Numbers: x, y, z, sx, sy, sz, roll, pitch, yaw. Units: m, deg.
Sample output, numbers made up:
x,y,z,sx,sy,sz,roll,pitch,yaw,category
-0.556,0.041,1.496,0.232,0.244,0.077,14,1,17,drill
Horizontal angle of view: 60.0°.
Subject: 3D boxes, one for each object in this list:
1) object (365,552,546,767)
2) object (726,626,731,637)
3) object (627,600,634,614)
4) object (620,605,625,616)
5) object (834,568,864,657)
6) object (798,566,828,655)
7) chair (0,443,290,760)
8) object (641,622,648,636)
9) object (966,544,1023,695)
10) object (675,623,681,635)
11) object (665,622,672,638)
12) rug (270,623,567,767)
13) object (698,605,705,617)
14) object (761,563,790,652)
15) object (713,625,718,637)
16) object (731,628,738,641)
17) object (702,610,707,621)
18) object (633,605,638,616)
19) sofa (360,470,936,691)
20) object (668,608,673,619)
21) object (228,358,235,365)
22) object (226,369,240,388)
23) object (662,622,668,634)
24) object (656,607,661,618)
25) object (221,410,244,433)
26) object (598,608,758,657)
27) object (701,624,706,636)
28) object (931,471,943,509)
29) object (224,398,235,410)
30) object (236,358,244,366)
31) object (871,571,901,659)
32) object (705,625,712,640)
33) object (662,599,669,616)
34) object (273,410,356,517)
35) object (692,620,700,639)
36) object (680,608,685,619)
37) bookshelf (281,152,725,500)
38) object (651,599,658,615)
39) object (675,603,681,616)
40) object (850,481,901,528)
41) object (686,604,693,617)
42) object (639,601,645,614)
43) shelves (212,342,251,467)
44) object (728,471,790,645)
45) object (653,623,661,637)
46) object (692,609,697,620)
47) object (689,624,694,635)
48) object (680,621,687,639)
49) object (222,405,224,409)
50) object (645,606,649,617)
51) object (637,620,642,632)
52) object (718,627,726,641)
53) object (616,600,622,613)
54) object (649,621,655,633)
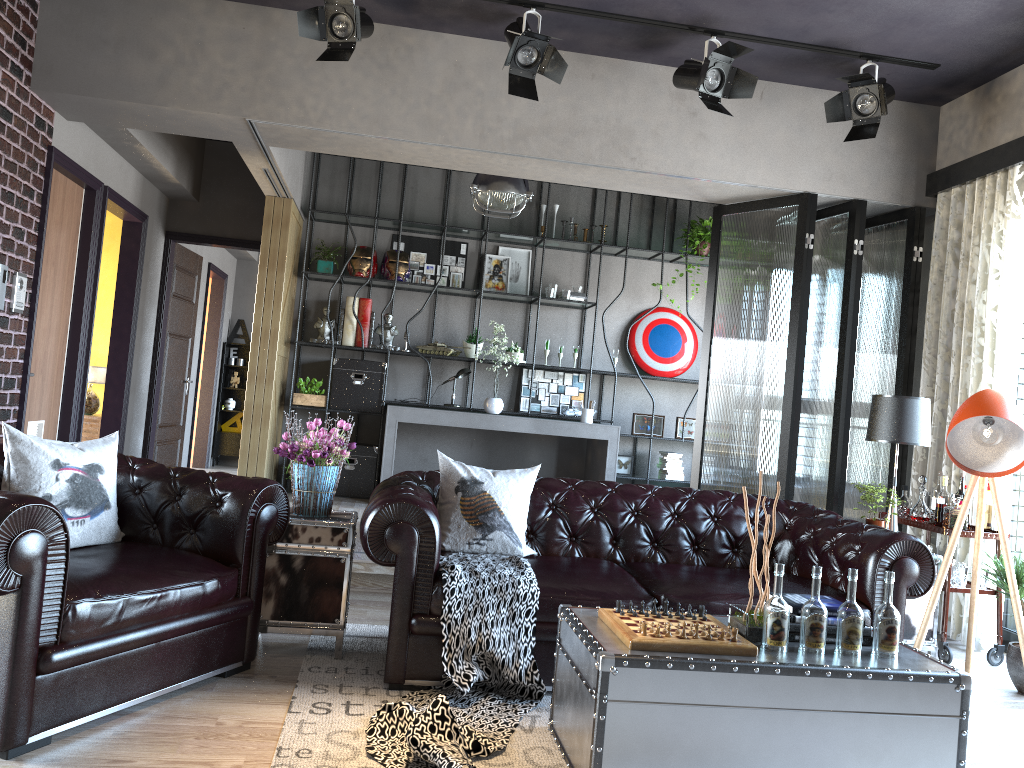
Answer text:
x,y,z,sx,sy,sz,roll,pitch,yaw,category
-0.170,1.013,3.380,0.562,0.569,1.698,5,-1,12,object
0.722,0.823,2.951,0.017,0.037,0.017,6,-2,-14,object
0.426,0.797,3.172,0.026,0.044,0.026,4,-2,37,object
0.390,0.796,3.125,0.017,0.037,0.017,6,-2,-27,object
1.153,0.776,3.021,0.088,0.290,0.084,5,-2,-3,object
1.025,0.764,3.003,0.088,0.290,0.084,5,-2,-3,object
-1.792,0.692,3.402,1.245,0.845,1.491,5,-2,22,chair
0.427,0.792,2.865,0.019,0.040,0.019,5,-2,-4,object
2.569,1.123,4.443,0.577,0.825,0.621,4,-2,31,object
0.549,0.806,2.926,0.017,0.037,0.017,6,-2,-14,object
0.510,0.796,2.877,0.022,0.047,0.022,4,-2,24,object
0.376,1.316,3.570,2.474,0.003,2.253,5,-1,-8,rug
0.687,0.823,3.212,0.019,0.040,0.019,7,-2,-34,object
0.892,0.751,2.984,0.088,0.290,0.084,5,-2,-3,object
0.677,0.819,2.944,0.017,0.037,0.017,6,-2,-14,object
0.730,0.821,2.906,0.019,0.040,0.019,5,-2,-4,object
0.689,0.824,3.166,0.017,0.037,0.017,5,-2,11,object
0.435,0.800,3.130,0.017,0.037,0.017,5,-2,-2,object
0.540,0.931,4.318,2.565,0.839,1.239,5,-2,-9,sofa
0.564,0.812,3.149,0.017,0.037,0.017,5,-2,-2,object
-3.858,-0.308,12.193,0.095,0.101,0.095,5,-2,15,object
-3.811,-0.076,12.103,0.190,0.254,0.129,6,-2,-10,object
0.505,0.802,2.922,0.017,0.037,0.017,6,-2,-14,object
0.521,0.808,3.142,0.017,0.037,0.017,5,-2,-2,object
-3.794,0.506,12.223,0.393,0.321,0.057,5,-2,-8,object
0.553,0.846,3.035,0.429,0.036,0.429,5,-1,-8,object
0.636,0.815,2.938,0.017,0.037,0.017,6,-2,-14,object
2.619,0.694,5.442,0.073,0.320,0.073,6,-2,-17,object
-3.841,0.276,12.072,0.139,0.162,0.139,7,-2,-43,object
-3.745,-0.297,12.208,0.095,0.101,0.095,5,-2,15,object
1.287,0.789,3.039,0.088,0.290,0.084,5,-2,-3,object
0.644,0.809,2.894,0.022,0.047,0.022,4,-2,24,object
0.555,0.802,3.193,0.025,0.059,0.025,6,-2,-14,object
-0.912,0.367,4.124,0.349,0.484,0.352,4,-2,23,object
0.602,0.800,2.889,0.025,0.059,0.025,4,-3,37,object
0.606,0.816,3.152,0.017,0.037,0.017,5,-2,-2,object
0.208,-0.422,8.652,4.482,3.284,0.526,5,-2,-8,bookshelf
0.513,0.799,3.187,0.025,0.055,0.024,4,-2,37,object
0.600,0.811,3.198,0.022,0.047,0.022,4,-2,37,object
1.965,0.706,4.810,0.270,0.363,0.297,4,-2,37,object
0.644,0.817,3.203,0.026,0.044,0.026,4,-2,37,object
0.467,0.799,3.180,0.022,0.047,0.022,4,-2,37,object
-3.516,0.314,12.127,0.911,1.678,0.353,6,-2,-8,shelves
0.885,0.602,3.137,0.156,0.583,0.185,6,-2,-8,object
0.472,0.795,2.870,0.026,0.044,0.026,4,-2,37,object
0.651,0.820,3.158,0.017,0.037,0.017,5,-2,-2,object
0.594,0.811,2.931,0.017,0.037,0.017,6,-2,-14,object
0.559,0.797,2.881,0.025,0.055,0.024,4,-2,37,object
-3.909,0.315,11.980,0.042,0.054,0.031,4,-2,37,object
0.479,0.804,3.137,0.017,0.037,0.017,5,-2,-2,object
0.421,0.794,2.909,0.017,0.037,0.017,6,-2,-14,object
0.687,0.815,2.900,0.026,0.044,0.026,4,-2,37,object
0.381,0.794,3.169,0.019,0.040,0.019,7,-2,-34,object
0.462,0.798,2.917,0.017,0.037,0.017,6,-2,-14,object
